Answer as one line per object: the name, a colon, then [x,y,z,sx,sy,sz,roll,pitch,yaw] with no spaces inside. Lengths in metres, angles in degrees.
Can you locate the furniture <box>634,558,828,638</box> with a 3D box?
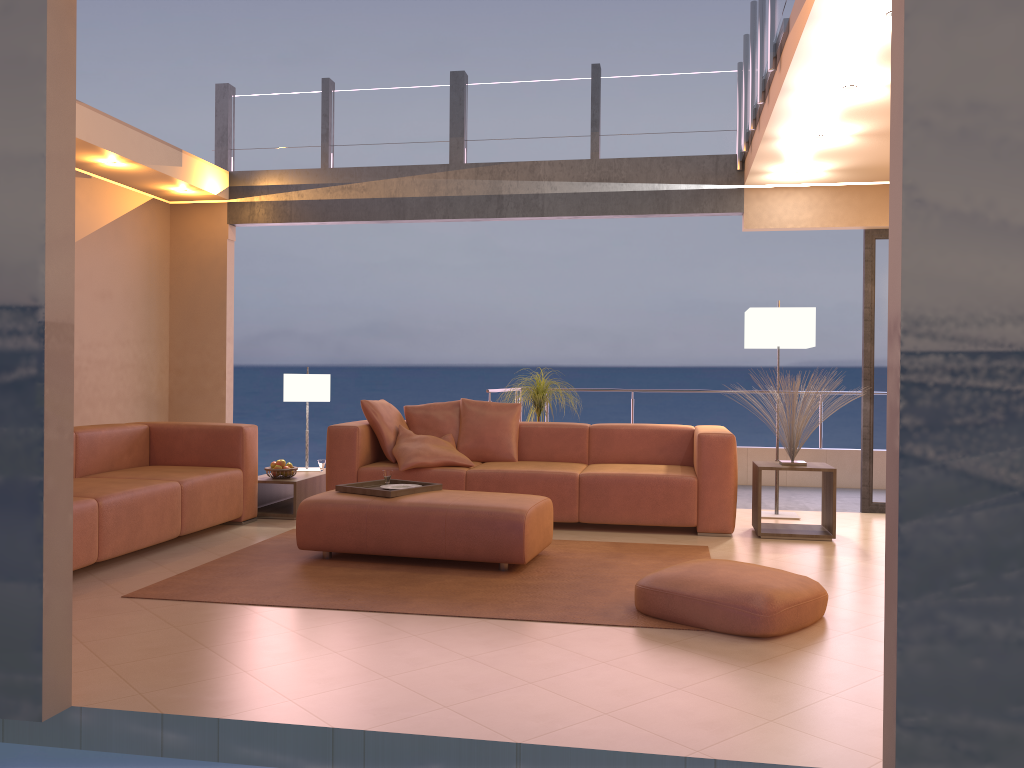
furniture: [0.932,0.894,3.785,0.699,0.226,0.659,1,0,40]

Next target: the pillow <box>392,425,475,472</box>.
pillow: [-0.583,0.436,6.185,0.517,0.292,0.514,0,0,-21]

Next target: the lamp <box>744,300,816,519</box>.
lamp: [1.956,0.175,6.525,0.454,1.578,0.454,1,0,10]

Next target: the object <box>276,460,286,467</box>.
object: [-1.649,0.571,6.325,0.069,0.061,0.068,0,0,-29]

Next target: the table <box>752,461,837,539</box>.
table: [1.814,0.739,5.737,0.469,0.436,0.415,1,0,10]

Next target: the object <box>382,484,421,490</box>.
object: [-0.629,0.592,5.045,0.240,0.018,0.240,0,0,-26]

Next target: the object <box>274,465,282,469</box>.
object: [-1.656,0.598,6.278,0.055,0.047,0.045,0,0,-13]

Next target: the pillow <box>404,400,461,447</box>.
pillow: [-0.558,0.336,6.575,0.492,0.446,0.255,1,0,-6]

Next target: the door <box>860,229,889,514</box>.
door: [2.903,-0.098,6.704,0.480,2.160,0.056,1,0,10]

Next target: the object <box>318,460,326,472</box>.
object: [-1.446,0.624,6.742,0.061,0.091,0.061,0,0,-39]

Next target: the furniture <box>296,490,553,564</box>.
furniture: [-0.464,0.756,4.921,1.291,0.301,0.685,1,0,15]

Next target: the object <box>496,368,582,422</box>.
object: [0.215,0.406,7.341,0.703,1.088,0.729,0,0,-21]

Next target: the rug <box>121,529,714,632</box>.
rug: [-0.284,0.957,4.616,2.626,0.005,1.833,1,0,10]

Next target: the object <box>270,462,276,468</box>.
object: [-1.702,0.578,6.338,0.047,0.046,0.054,1,0,-4]

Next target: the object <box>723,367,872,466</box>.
object: [1.836,0.204,5.818,0.700,0.634,0.703,0,0,-34]

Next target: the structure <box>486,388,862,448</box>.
structure: [1.935,0.333,7.741,4.176,0.541,1.663,1,0,10]

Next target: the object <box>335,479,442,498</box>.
object: [-0.695,0.587,5.033,0.421,0.034,0.436,1,0,35]

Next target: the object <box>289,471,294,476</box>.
object: [-1.589,0.637,6.366,0.046,0.046,0.055,0,0,-12]

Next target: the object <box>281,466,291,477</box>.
object: [-1.608,0.622,6.310,0.074,0.076,0.072,1,0,20]

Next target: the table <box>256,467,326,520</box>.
table: [-1.610,0.803,6.602,0.412,0.268,0.918,1,0,10]

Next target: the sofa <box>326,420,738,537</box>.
sofa: [0.145,0.619,6.293,2.781,0.672,0.943,1,0,10]

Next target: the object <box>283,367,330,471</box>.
object: [-1.591,0.267,6.894,0.344,0.799,0.344,0,0,-11]

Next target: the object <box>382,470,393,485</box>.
object: [-0.732,0.554,5.210,0.061,0.091,0.061,1,0,-5]

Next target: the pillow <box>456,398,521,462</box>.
pillow: [-0.173,0.341,6.502,0.470,0.468,0.211,1,0,5]

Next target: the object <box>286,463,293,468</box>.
object: [-1.595,0.590,6.356,0.045,0.053,0.051,1,0,33]

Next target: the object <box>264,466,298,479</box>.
object: [-1.650,0.634,6.346,0.235,0.071,0.235,1,0,2]

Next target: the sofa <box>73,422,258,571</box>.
sofa: [-2.432,0.602,4.850,0.943,0.672,2.781,1,0,10]

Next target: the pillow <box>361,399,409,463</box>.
pillow: [-0.884,0.339,6.442,0.314,0.455,0.519,1,0,7]
